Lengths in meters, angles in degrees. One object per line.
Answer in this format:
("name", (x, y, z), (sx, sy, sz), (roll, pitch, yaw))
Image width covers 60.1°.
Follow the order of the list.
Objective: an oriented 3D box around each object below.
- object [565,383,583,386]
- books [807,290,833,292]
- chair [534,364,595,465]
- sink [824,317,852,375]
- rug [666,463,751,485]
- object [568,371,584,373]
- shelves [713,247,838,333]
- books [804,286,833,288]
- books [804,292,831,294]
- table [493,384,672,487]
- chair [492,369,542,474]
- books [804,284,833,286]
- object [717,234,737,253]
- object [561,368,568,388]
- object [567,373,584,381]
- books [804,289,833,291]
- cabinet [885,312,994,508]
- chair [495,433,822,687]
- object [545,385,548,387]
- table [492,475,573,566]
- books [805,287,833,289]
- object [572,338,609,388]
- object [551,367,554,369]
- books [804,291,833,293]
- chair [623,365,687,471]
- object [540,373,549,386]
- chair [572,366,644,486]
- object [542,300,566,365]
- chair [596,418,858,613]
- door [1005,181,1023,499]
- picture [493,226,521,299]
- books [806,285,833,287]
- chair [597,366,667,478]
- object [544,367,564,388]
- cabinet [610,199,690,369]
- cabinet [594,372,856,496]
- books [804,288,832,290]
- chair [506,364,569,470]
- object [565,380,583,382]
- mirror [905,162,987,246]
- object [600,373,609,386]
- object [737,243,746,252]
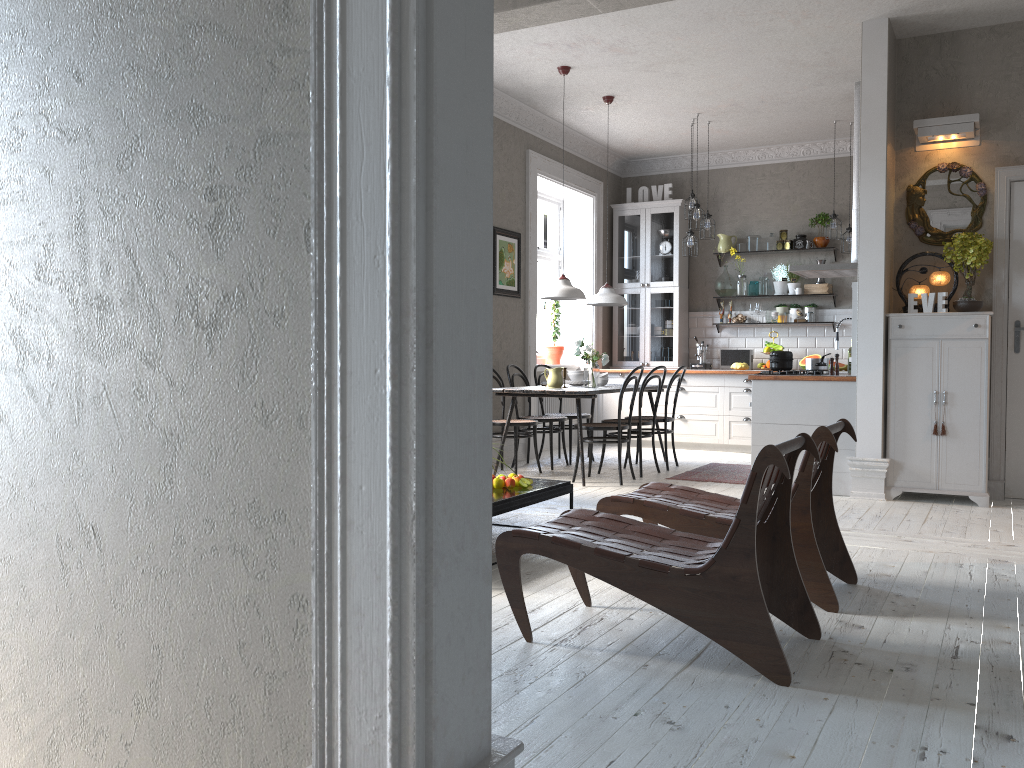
("object", (0.585, 0.002, 7.920), (0.242, 0.027, 0.232), (-1, 2, -44))
("books", (3.294, -0.999, 9.526), (0.255, 0.016, 0.161), (2, 2, 37))
("chair", (0.484, 0.275, 8.362), (0.537, 0.920, 0.447), (2, 2, 41))
("sink", (2.618, -0.192, 7.311), (0.519, 0.720, 0.494), (1, 2, 28))
("rug", (1.864, 0.755, 7.548), (0.723, 0.014, 1.312), (1, 2, 29))
("object", (0.585, -0.071, 7.918), (0.177, 0.094, 0.182), (1, 2, 19))
("shelves", (2.881, -0.996, 9.735), (1.293, 0.923, 0.232), (1, 2, 28))
("books", (3.294, -1.043, 9.524), (0.255, 0.016, 0.161), (2, 2, 41))
("books", (3.294, -0.978, 9.526), (0.256, 0.011, 0.161), (1, 2, 34))
("table", (0.638, 0.388, 7.700), (0.889, 0.735, 1.954), (1, 2, 29))
("chair", (-0.043, 0.299, 7.440), (0.538, 0.920, 0.447), (1, 2, 36))
("books", (3.294, -1.064, 9.524), (0.256, 0.011, 0.161), (1, 2, 34))
("object", (2.397, -1.567, 9.911), (0.187, 0.216, 0.177), (2, 2, 42))
("object", (0.437, -0.052, 7.336), (0.058, 0.167, 0.060), (2, 2, 42))
("object", (0.585, -0.051, 7.918), (0.177, 0.094, 0.182), (1, 2, 19))
("books", (3.294, -1.010, 9.525), (0.256, 0.011, 0.161), (1, 2, 34))
("cabinet", (2.953, 0.162, 6.136), (0.654, 1.297, 0.390), (1, 2, 28))
("chair", (0.507, 0.527, 3.063), (0.999, 0.721, 0.516), (1, 2, 28))
("object", (0.330, -0.060, 7.515), (0.095, 0.172, 0.096), (1, 2, 10))
("table", (-0.354, 0.694, 4.515), (0.834, 0.303, 1.333), (1, 2, 29))
("books", (3.294, -1.032, 9.525), (0.256, 0.011, 0.161), (1, 2, 34))
("object", (0.658, -0.176, 7.356), (0.306, 0.414, 0.255), (1, 2, 26))
("object", (0.347, -0.058, 7.423), (0.063, 0.172, 0.060), (-1, 2, -40))
("books", (3.294, -0.989, 9.526), (0.255, 0.016, 0.161), (2, 2, 41))
("chair", (1.275, 0.292, 7.902), (0.540, 0.920, 0.445), (1, 2, 26))
("object", (0.320, -0.038, 7.796), (0.138, 0.112, 0.140), (1, 2, 11))
("chair", (0.760, 0.315, 7.002), (0.540, 0.920, 0.445), (1, 2, 26))
("object", (0.460, -0.620, 9.693), (0.265, 0.813, 0.255), (-1, 2, -34))
("chair", (0.930, 0.507, 3.826), (0.999, 0.721, 0.516), (1, 2, 28))
("door", (3.762, -0.294, 5.965), (0.738, 2.183, 0.081), (1, 2, 27))
("picture", (-0.045, -1.116, 8.194), (0.019, 0.619, 0.530), (1, 2, 29))
("books", (3.294, -1.053, 9.524), (0.255, 0.016, 0.161), (2, 2, 37))
("chair", (1.020, 0.303, 7.480), (0.538, 0.920, 0.447), (1, 2, 36))
("object", (0.348, -0.053, 7.287), (0.151, 0.170, 0.134), (0, 2, -11))
("cabinet", (1.605, -1.109, 10.241), (0.864, 1.921, 0.394), (1, 2, 28))
("cabinet", (2.350, 0.312, 8.382), (2.010, 0.854, 4.148), (0, 2, -15))
("books", (3.294, -1.021, 9.525), (0.256, 0.011, 0.160), (1, 2, 31))
("chair", (0.228, 0.286, 7.937), (0.540, 0.920, 0.445), (1, 2, 26))
("object", (0.585, -0.015, 7.919), (0.242, 0.027, 0.232), (-1, 2, -39))
("mirror", (3.079, -1.281, 6.291), (0.523, 0.593, 0.072), (1, 2, 28))
("object", (0.795, -0.041, 7.857), (0.122, 0.119, 0.130), (2, 2, 44))
("object", (2.564, -1.513, 9.891), (0.101, 0.111, 0.105), (1, 2, 28))
